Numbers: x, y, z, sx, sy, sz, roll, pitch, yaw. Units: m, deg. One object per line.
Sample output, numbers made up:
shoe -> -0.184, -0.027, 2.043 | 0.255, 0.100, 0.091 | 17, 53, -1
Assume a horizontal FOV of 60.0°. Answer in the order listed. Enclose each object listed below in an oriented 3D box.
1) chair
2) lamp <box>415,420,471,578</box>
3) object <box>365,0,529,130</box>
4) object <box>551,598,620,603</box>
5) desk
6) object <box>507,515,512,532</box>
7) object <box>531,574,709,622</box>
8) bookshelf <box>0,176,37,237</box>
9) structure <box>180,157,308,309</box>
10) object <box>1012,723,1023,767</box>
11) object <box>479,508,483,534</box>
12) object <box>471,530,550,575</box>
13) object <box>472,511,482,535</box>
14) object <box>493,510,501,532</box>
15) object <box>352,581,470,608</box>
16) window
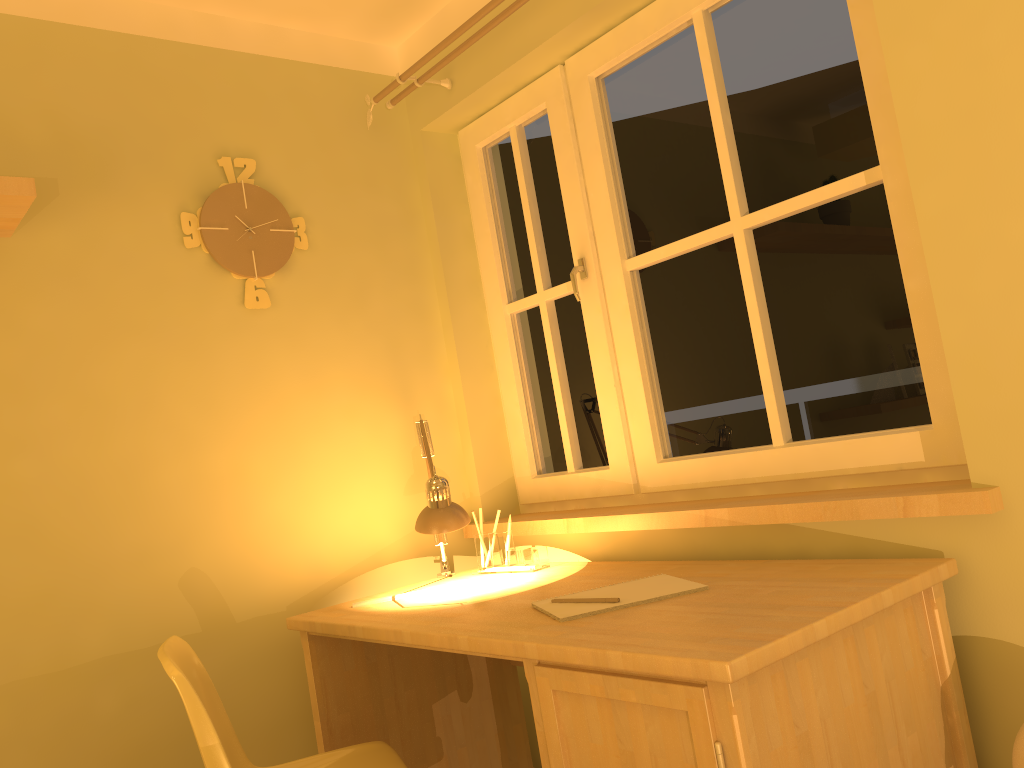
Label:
chair -> -0.428, 0.864, 1.740 | 0.546, 0.785, 0.531 | -8, -4, -19
lamp -> -0.222, 0.313, 2.378 | 0.140, 0.455, 0.484 | -8, -4, -14
object -> 0.133, -0.981, 2.151 | 0.190, 0.113, 1.708 | -6, -5, -39
object -> 0.142, 0.423, 1.733 | 0.166, 0.009, 0.008 | -13, -6, 41
desk -> 0.171, 0.809, 1.902 | 0.684, 0.720, 1.396 | -6, -5, -39
object -> -0.011, 0.434, 2.465 | 0.043, 0.138, 0.010 | -11, -5, 24
object -> 0.208, 0.422, 1.761 | 0.300, 0.010, 0.210 | -8, -4, -14
bookshelf -> -1.997, 0.307, 1.112 | 2.605, 1.240, 0.300 | -6, -5, -39
structure -> -0.730, -0.423, 2.459 | 0.360, 0.432, 0.027 | -6, -5, -39
object -> 0.893, 0.737, 1.303 | 0.255, 0.535, 0.248 | -9, -4, -5
object -> -0.085, 0.437, 2.522 | 0.009, 0.165, 0.034 | -13, -6, 43
object -> -0.014, 0.460, 2.434 | 0.240, 0.105, 0.070 | -13, -6, 43
object -> -0.087, 0.436, 2.505 | 0.009, 0.162, 0.053 | -12, -5, 26
object -> -0.054, 0.436, 2.504 | 0.073, 0.155, 0.008 | -11, -4, 15
object -> -0.259, 0.539, 2.277 | 0.300, 0.009, 0.040 | -9, -4, -9
window -> 0.382, -0.323, 2.315 | 0.142, 1.263, 1.486 | -6, -5, -39
